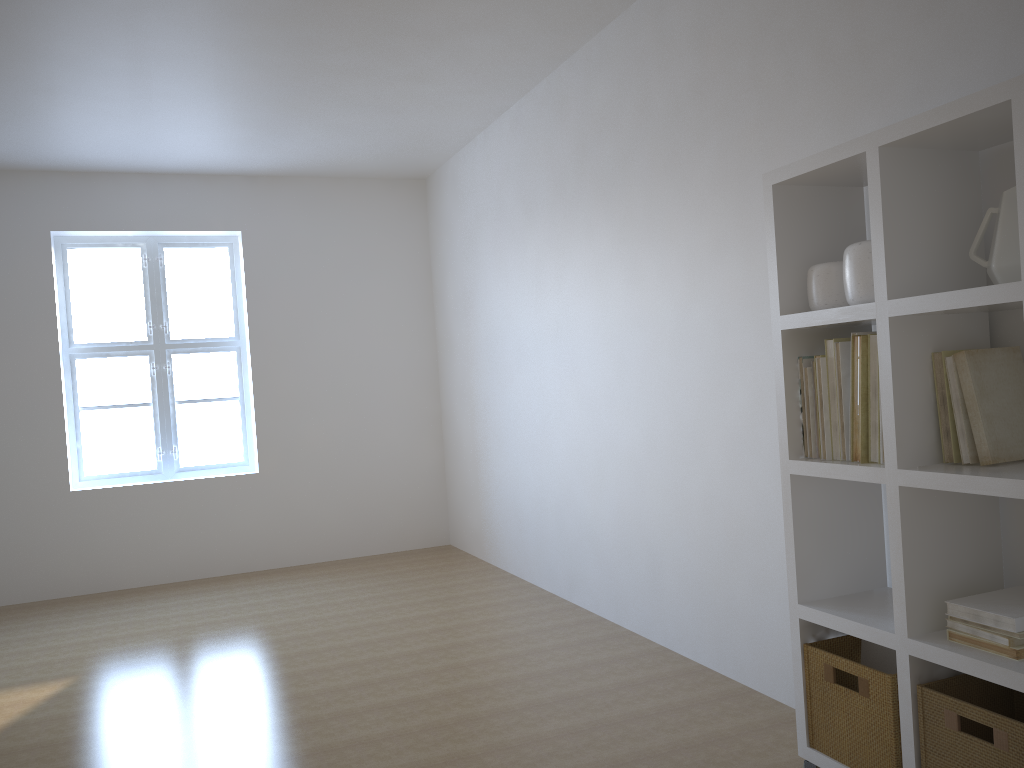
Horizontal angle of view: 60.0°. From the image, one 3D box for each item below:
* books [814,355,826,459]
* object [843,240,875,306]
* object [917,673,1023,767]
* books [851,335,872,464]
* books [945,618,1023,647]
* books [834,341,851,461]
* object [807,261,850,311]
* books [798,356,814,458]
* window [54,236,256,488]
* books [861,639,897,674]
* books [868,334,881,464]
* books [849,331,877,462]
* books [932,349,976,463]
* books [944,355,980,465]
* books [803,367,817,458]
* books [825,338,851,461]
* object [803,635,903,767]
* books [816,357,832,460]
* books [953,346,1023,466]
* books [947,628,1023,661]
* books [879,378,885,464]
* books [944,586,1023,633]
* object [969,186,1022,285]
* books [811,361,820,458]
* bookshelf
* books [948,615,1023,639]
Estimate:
[{"bbox_3d":[0.969,0.057,2.499,0.252,0.288,0.027,-4,1,-22],"label":"books"},{"bbox_3d":[1.014,-0.293,2.338,0.286,0.169,0.174,-4,1,-14],"label":"object"},{"bbox_3d":[1.196,0.861,2.053,0.323,0.298,0.323,-4,1,-22],"label":"object"},{"bbox_3d":[1.009,0.033,2.345,0.252,0.334,0.065,-4,1,-22],"label":"books"},{"bbox_3d":[1.186,0.562,2.072,0.256,0.020,0.187,-4,0,-17],"label":"books"},{"bbox_3d":[0.997,0.039,2.425,0.252,0.319,0.020,-4,1,-22],"label":"books"},{"bbox_3d":[0.900,-0.269,2.479,0.141,0.137,0.141,-4,1,-19],"label":"object"},{"bbox_3d":[0.942,0.058,2.560,0.252,0.288,0.020,-4,1,-22],"label":"books"},{"bbox_3d":[-2.494,-0.181,6.254,1.200,1.710,0.077,-4,1,-22],"label":"window"},{"bbox_3d":[1.054,0.873,2.464,0.048,0.277,0.223,-4,1,-22],"label":"books"},{"bbox_3d":[1.041,0.031,2.315,0.252,0.334,0.059,-4,1,-22],"label":"books"},{"bbox_3d":[1.014,0.028,2.382,0.252,0.341,0.055,-4,1,-22],"label":"books"},{"bbox_3d":[1.135,0.052,2.194,0.186,0.277,0.052,-4,1,-22],"label":"books"},{"bbox_3d":[1.153,0.057,2.160,0.186,0.265,0.061,-4,1,-22],"label":"books"},{"bbox_3d":[0.949,0.073,2.539,0.252,0.257,0.019,-4,1,-22],"label":"books"},{"bbox_3d":[0.986,0.036,2.452,0.252,0.332,0.036,-4,1,-22],"label":"books"},{"bbox_3d":[1.046,0.872,2.429,0.323,0.298,0.323,-4,1,-22],"label":"object"},{"bbox_3d":[0.962,0.061,2.470,0.252,0.281,0.020,-4,1,-22],"label":"books"},{"bbox_3d":[1.171,0.050,2.126,0.186,0.276,0.089,-4,1,-22],"label":"books"},{"bbox_3d":[1.189,0.587,2.073,0.256,0.028,0.187,-4,0,-22],"label":"books"},{"bbox_3d":[1.058,0.031,2.272,0.252,0.335,0.069,-4,1,-22],"label":"books"},{"bbox_3d":[1.184,0.523,2.072,0.256,0.032,0.187,-4,0,-22],"label":"books"},{"bbox_3d":[1.156,-0.341,2.055,0.166,0.251,0.165,-4,1,23],"label":"object"},{"bbox_3d":[0.969,0.064,2.524,0.252,0.275,0.022,-4,1,-22],"label":"books"},{"bbox_3d":[1.152,0.253,2.040,0.330,1.757,1.240,-4,1,-22],"label":"bookshelf"},{"bbox_3d":[1.189,0.546,2.071,0.248,0.013,0.189,-4,0,-22],"label":"books"}]
